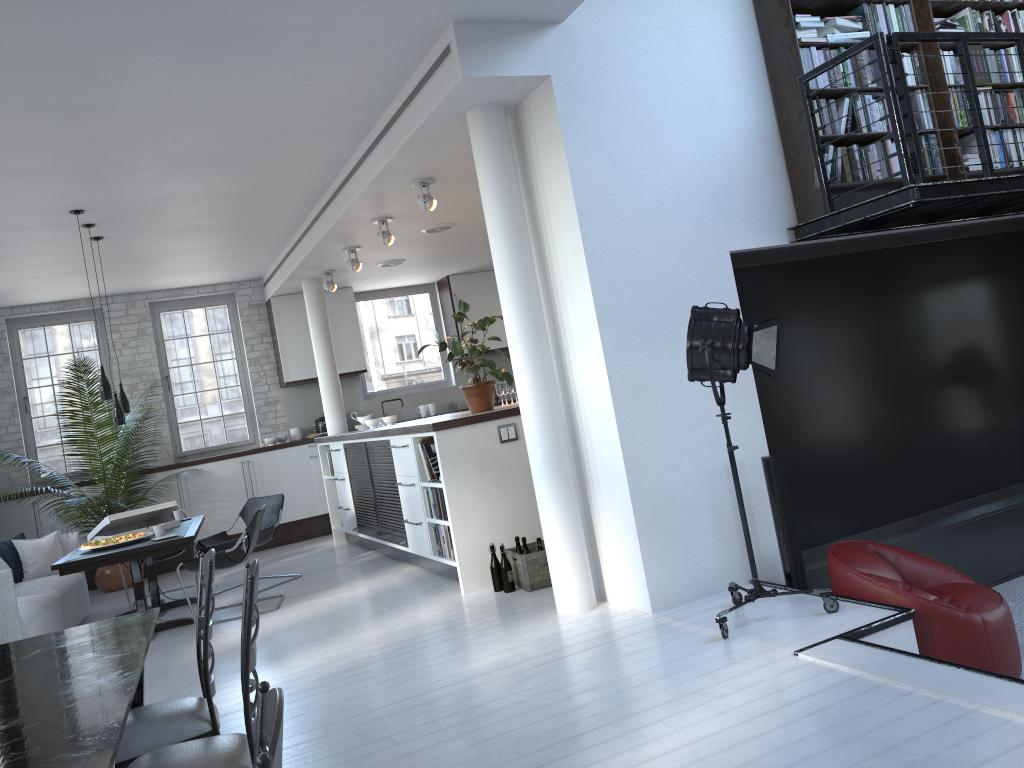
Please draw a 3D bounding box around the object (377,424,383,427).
[{"bbox_3d":[-1.452,0.450,9.686,0.236,0.041,0.235,-10,-1,-29],"label":"object"}]

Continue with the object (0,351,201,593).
[{"bbox_3d":[-4.575,0.959,9.409,1.917,2.627,2.403,-11,-2,24],"label":"object"}]

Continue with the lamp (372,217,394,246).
[{"bbox_3d":[-1.112,-1.324,7.760,0.183,0.239,0.182,-10,-2,-21],"label":"lamp"}]

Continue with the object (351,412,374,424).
[{"bbox_3d":[-1.672,0.387,9.948,0.269,0.173,0.130,-10,-2,5],"label":"object"}]

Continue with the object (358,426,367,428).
[{"bbox_3d":[-1.628,0.482,9.942,0.261,0.028,0.261,-10,-1,0],"label":"object"}]

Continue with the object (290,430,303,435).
[{"bbox_3d":[-2.711,0.619,11.149,0.153,0.062,0.153,-10,-1,5],"label":"object"}]

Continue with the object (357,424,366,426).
[{"bbox_3d":[-1.632,0.460,9.943,0.262,0.028,0.260,-10,-1,-36],"label":"object"}]

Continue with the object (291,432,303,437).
[{"bbox_3d":[-2.705,0.648,11.149,0.154,0.074,0.152,-10,-1,-21],"label":"object"}]

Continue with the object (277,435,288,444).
[{"bbox_3d":[-2.844,0.688,10.958,0.157,0.093,0.156,-9,-2,-43],"label":"object"}]

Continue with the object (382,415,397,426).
[{"bbox_3d":[-1.281,0.385,9.296,0.157,0.093,0.156,-10,-1,-9],"label":"object"}]

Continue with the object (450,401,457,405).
[{"bbox_3d":[-0.778,0.287,11.819,0.094,0.098,0.093,-10,-2,-7],"label":"object"}]

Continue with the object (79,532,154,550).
[{"bbox_3d":[-3.015,1.216,6.771,0.534,0.042,0.530,-10,-1,-27],"label":"object"}]

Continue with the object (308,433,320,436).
[{"bbox_3d":[-2.431,0.630,10.922,0.138,0.044,0.137,-11,-1,28],"label":"object"}]

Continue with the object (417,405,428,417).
[{"bbox_3d":[-1.158,0.355,11.551,0.138,0.152,0.108,-9,-2,-29],"label":"object"}]

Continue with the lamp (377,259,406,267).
[{"bbox_3d":[-1.369,-1.369,10.070,0.327,0.025,0.329,-11,-1,41],"label":"lamp"}]

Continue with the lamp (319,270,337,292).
[{"bbox_3d":[-2.036,-1.136,9.879,0.183,0.239,0.182,-10,-2,-21],"label":"lamp"}]

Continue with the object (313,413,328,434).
[{"bbox_3d":[-2.316,0.493,11.230,0.415,0.291,0.277,-10,-2,-24],"label":"object"}]

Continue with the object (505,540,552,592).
[{"bbox_3d":[0.240,1.219,6.077,0.456,0.248,0.388,-10,-1,-19],"label":"object"}]

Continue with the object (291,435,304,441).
[{"bbox_3d":[-2.697,0.683,11.150,0.153,0.055,0.153,-11,-1,19],"label":"object"}]

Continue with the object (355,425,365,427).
[{"bbox_3d":[-1.631,0.468,9.943,0.261,0.028,0.261,-10,-1,4],"label":"object"}]

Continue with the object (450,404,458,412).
[{"bbox_3d":[-0.772,0.316,11.818,0.094,0.098,0.093,-10,-2,-7],"label":"object"}]

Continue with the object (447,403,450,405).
[{"bbox_3d":[-0.819,0.296,11.914,0.094,0.098,0.093,-9,-2,-41],"label":"object"}]

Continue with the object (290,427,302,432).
[{"bbox_3d":[-2.718,0.588,11.153,0.153,0.075,0.153,-11,-1,33],"label":"object"}]

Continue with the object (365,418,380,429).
[{"bbox_3d":[-1.457,0.417,9.298,0.157,0.093,0.156,-10,-1,-24],"label":"object"}]

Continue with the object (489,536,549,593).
[{"bbox_3d":[0.123,1.203,6.030,0.556,0.325,0.288,-10,-2,3],"label":"object"}]

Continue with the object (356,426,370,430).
[{"bbox_3d":[-1.627,0.490,9.942,0.262,0.028,0.260,-10,-1,-35],"label":"object"}]

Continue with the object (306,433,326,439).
[{"bbox_3d":[-2.421,0.644,10.920,0.262,0.028,0.260,-10,-1,-36],"label":"object"}]

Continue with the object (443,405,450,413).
[{"bbox_3d":[-0.869,0.334,11.778,0.094,0.098,0.093,-9,-2,-41],"label":"object"}]

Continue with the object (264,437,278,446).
[{"bbox_3d":[-2.933,0.703,10.816,0.157,0.093,0.156,-10,-1,-25],"label":"object"}]

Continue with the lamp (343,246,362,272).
[{"bbox_3d":[-1.574,-1.230,8.819,0.183,0.239,0.182,-10,-2,-21],"label":"lamp"}]

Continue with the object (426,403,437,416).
[{"bbox_3d":[-1.036,0.332,11.517,0.108,0.152,0.138,-11,-2,27],"label":"object"}]

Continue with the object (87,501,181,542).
[{"bbox_3d":[-3.217,1.167,7.525,0.593,0.216,0.585,-10,-1,-45],"label":"object"}]

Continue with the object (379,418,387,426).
[{"bbox_3d":[-1.350,0.399,9.457,0.157,0.093,0.156,-10,-1,-38],"label":"object"}]

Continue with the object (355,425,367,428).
[{"bbox_3d":[-1.630,0.475,9.943,0.261,0.028,0.261,-10,-1,0],"label":"object"}]

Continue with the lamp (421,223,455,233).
[{"bbox_3d":[-0.713,-1.503,8.566,0.329,0.025,0.327,-10,-1,-19],"label":"lamp"}]

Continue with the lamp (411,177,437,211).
[{"bbox_3d":[-0.651,-1.418,6.701,0.183,0.239,0.182,-10,-2,-21],"label":"lamp"}]

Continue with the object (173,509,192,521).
[{"bbox_3d":[-3.022,1.196,8.044,0.205,0.098,0.175,-10,-1,-19],"label":"object"}]

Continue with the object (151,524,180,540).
[{"bbox_3d":[-2.631,1.113,6.683,0.176,0.097,0.300,-10,-1,-34],"label":"object"}]

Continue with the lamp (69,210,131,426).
[{"bbox_3d":[-3.392,-0.572,7.336,0.114,1.856,1.052,-10,-2,-17],"label":"lamp"}]

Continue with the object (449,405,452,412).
[{"bbox_3d":[-0.814,0.325,11.913,0.094,0.098,0.093,-9,-2,-41],"label":"object"}]
